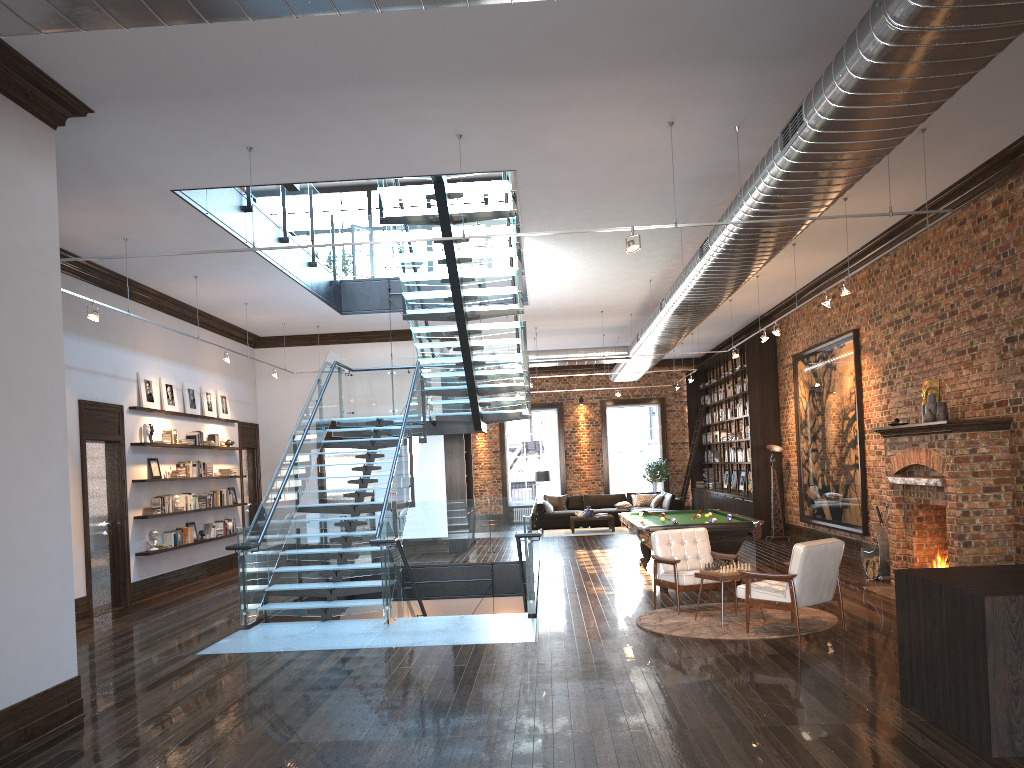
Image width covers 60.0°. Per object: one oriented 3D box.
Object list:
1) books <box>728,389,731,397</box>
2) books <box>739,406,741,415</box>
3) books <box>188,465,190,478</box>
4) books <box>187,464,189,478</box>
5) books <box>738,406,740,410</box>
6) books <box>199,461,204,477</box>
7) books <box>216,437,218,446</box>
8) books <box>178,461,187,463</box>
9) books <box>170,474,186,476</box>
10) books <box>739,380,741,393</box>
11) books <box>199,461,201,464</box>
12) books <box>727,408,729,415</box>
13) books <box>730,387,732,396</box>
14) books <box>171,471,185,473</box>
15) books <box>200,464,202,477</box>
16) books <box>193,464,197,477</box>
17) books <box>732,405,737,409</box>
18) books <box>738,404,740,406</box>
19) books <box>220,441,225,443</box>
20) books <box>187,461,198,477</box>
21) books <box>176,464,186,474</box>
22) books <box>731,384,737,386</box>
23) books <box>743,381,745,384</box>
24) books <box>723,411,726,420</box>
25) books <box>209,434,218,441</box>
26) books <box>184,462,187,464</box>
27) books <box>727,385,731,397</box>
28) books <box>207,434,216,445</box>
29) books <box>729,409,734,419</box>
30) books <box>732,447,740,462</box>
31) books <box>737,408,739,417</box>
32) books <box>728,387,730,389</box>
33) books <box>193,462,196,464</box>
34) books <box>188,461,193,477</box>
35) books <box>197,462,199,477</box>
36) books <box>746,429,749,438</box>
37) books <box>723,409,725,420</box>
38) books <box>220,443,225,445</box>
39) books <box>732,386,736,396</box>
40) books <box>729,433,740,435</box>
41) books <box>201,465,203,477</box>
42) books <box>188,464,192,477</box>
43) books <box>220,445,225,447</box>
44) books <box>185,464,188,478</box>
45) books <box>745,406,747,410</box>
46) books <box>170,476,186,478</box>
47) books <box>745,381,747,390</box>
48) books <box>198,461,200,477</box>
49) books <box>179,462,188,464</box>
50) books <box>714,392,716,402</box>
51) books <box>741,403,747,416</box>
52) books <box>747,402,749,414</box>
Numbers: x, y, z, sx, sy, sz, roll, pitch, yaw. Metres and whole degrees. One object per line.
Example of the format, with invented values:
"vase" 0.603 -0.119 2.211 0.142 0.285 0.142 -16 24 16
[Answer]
"books" 5.204 0.225 20.936 0.193 0.202 0.027 -3 0 2
"books" 5.208 0.626 19.995 0.160 0.241 0.031 -3 0 2
"books" -5.056 1.352 13.700 0.160 0.191 0.006 -3 0 2
"books" -5.059 1.341 13.665 0.157 0.208 0.005 -3 0 2
"books" 5.212 0.619 20.067 0.166 0.268 0.011 -3 0 2
"books" -5.055 1.376 14.310 0.143 0.257 0.049 -3 -1 2
"books" -5.041 0.971 14.939 0.162 0.164 0.013 -3 0 2
"books" -5.085 1.325 13.726 0.137 0.254 0.033 -3 0 2
"books" -5.083 1.381 13.468 0.142 0.011 0.257 -3 -5 5
"books" 5.158 0.069 19.737 0.183 0.299 0.018 -3 0 2
"books" -5.060 1.374 14.260 0.115 0.252 0.022 -3 0 2
"books" 5.243 0.716 21.224 0.190 0.284 0.013 -3 0 2
"books" 5.195 0.185 20.693 0.191 0.239 0.008 -3 0 2
"books" -5.084 1.337 13.468 0.142 0.011 0.257 -2 -5 -2
"books" -5.050 1.391 14.215 0.136 0.209 0.066 -3 -1 2
"books" -5.043 1.364 13.920 0.184 0.209 0.064 -3 -1 2
"books" 5.245 0.654 20.833 0.155 0.334 0.014 -3 0 2
"books" 5.212 0.601 20.081 0.152 0.306 0.016 -3 0 2
"books" -5.041 0.998 15.217 0.143 0.028 0.219 -3 -5 7
"books" -5.060 1.349 14.040 0.158 0.262 0.026 -3 0 2
"books" -5.086 1.336 13.626 0.142 0.213 0.005 -3 0 2
"books" 5.213 0.157 20.718 0.181 0.298 0.009 -3 0 2
"books" 5.161 0.066 19.590 0.180 0.278 0.009 -3 0 2
"books" 5.262 0.772 21.662 0.191 0.249 0.024 -3 0 2
"books" -5.044 0.954 14.985 0.161 0.207 0.012 -3 0 2
"books" -5.086 1.331 13.694 0.132 0.235 0.009 -3 0 2
"books" 5.221 0.179 21.114 0.186 0.328 0.069 -3 -1 2
"books" -5.051 0.952 14.915 0.135 0.200 0.011 -3 0 2
"books" 5.221 0.701 20.772 0.272 0.240 0.083 -3 -1 2
"books" 5.301 1.670 20.986 0.183 0.335 0.015 -3 0 2
"books" 5.205 0.654 20.117 0.181 0.207 0.030 -3 0 2
"books" 5.210 0.194 20.969 0.180 0.270 0.011 -3 0 2
"books" -5.063 1.358 13.987 0.151 0.235 0.026 -3 0 2
"books" -5.066 1.334 13.811 0.167 0.251 0.022 -3 0 2
"books" -5.052 1.366 14.079 0.163 0.234 0.025 -3 0 2
"books" 5.200 1.081 19.352 0.184 0.221 0.033 -3 0 2
"books" 5.278 0.760 21.832 0.175 0.302 0.067 -3 -1 2
"books" -5.034 1.037 15.222 0.154 0.028 0.192 -2 -5 -3
"books" 5.200 0.166 20.569 0.191 0.254 0.062 -3 -1 2
"books" 5.243 1.174 20.882 0.243 0.015 0.165 -3 -5 5
"books" -5.052 1.406 14.282 0.130 0.191 0.024 -3 0 2
"books" -5.054 1.344 13.747 0.166 0.215 0.013 -3 0 2
"books" -5.035 1.066 15.228 0.143 0.028 0.236 -3 -5 2
"books" -5.068 1.337 13.647 0.153 0.212 0.005 -3 0 2
"books" 5.196 0.604 19.584 0.182 0.218 0.051 -3 -1 2
"books" -5.078 1.412 13.467 0.141 0.011 0.289 -3 -5 6
"books" 5.147 0.047 19.180 0.184 0.241 0.030 -3 0 2
"books" -5.059 1.355 14.127 0.158 0.265 0.011 -3 0 2
"books" -5.076 1.328 13.707 0.138 0.243 0.005 -3 0 2
"books" 5.286 0.347 22.822 0.163 0.297 0.029 -3 0 2
"books" 5.187 0.577 19.691 0.183 0.285 0.034 -3 0 2
"books" 5.122 0.513 18.846 0.245 0.265 0.038 -3 0 2
